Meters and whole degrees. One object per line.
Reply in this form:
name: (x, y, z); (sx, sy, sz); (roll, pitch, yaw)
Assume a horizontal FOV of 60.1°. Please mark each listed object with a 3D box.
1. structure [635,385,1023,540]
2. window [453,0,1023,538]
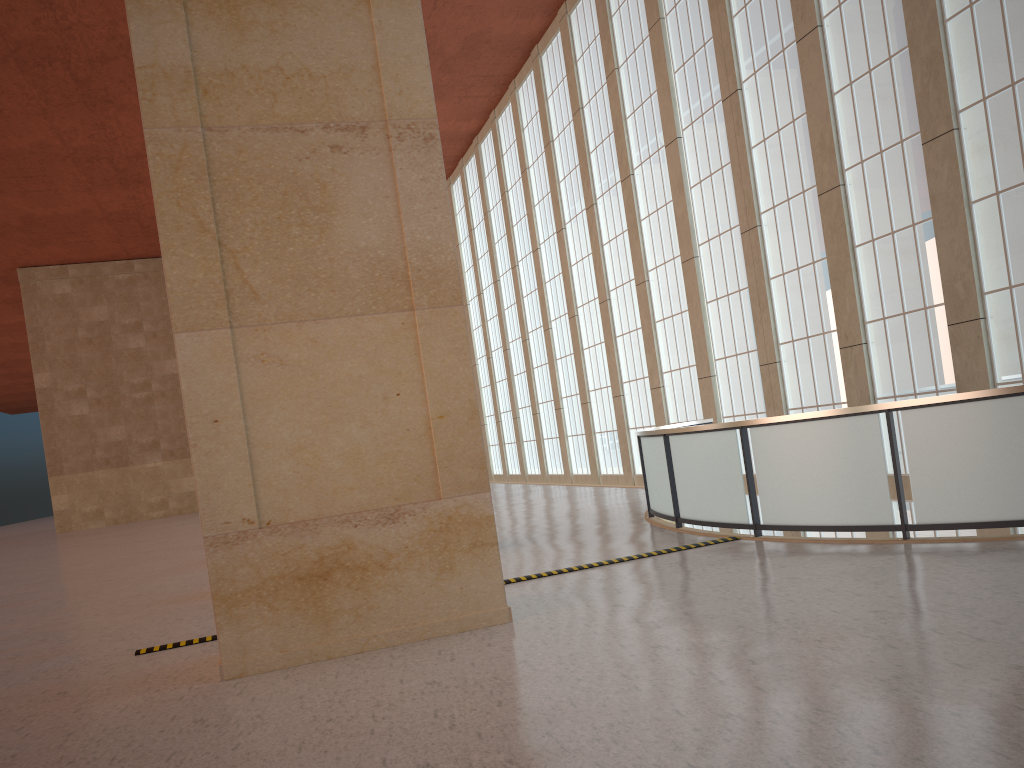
structure: (5.569, 1.235, 14.718); (5.226, 1.794, 13.141); (-7, -4, -27)
window: (-9.507, 4.977, 78.602); (0.010, 28.633, 165.502); (-8, -3, -17)
